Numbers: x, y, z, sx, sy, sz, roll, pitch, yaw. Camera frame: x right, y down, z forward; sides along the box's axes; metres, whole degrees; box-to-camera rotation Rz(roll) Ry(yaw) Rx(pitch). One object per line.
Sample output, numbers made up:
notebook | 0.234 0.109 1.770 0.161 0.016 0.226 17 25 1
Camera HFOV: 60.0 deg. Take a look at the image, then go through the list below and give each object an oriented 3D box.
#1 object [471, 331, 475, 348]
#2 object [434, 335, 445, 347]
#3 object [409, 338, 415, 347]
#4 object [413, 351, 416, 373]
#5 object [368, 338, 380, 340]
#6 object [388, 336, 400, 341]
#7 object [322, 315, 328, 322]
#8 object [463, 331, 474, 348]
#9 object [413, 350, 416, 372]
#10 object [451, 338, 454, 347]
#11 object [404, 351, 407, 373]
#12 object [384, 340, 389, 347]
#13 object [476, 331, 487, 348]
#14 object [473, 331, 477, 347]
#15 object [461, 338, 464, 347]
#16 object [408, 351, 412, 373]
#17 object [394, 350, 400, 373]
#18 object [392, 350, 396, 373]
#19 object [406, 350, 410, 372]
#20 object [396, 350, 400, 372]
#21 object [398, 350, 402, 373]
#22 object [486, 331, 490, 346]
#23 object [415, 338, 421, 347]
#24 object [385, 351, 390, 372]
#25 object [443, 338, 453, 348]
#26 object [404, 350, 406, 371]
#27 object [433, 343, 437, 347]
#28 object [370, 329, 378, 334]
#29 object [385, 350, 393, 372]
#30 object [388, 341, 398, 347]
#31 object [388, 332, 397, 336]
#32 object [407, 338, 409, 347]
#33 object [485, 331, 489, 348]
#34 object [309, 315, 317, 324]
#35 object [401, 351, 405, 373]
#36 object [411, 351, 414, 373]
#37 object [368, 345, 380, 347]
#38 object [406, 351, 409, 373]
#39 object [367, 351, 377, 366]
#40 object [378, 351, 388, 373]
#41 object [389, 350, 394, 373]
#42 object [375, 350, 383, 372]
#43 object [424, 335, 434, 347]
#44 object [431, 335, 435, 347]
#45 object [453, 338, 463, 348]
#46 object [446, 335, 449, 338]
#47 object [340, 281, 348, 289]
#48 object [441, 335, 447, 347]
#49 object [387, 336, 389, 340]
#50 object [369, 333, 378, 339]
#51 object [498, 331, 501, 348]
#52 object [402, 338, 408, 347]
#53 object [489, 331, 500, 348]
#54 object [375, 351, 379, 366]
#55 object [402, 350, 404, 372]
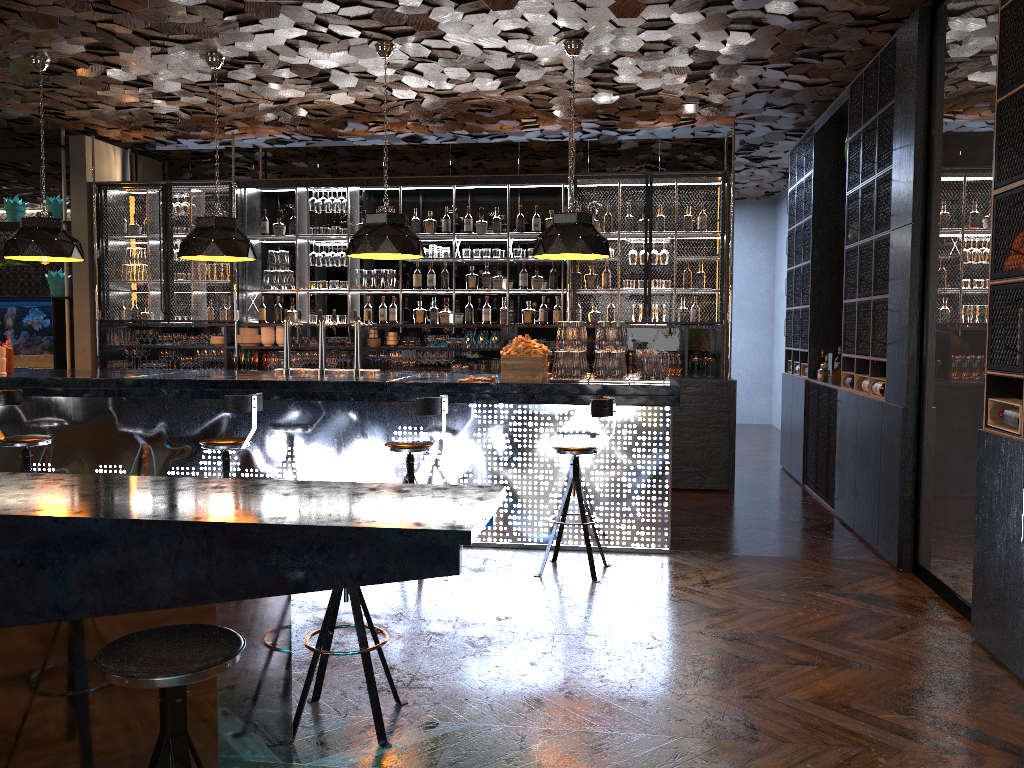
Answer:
object | -0.439 -0.466 9.235 0.115 0.172 0.101 1 4 17
object | -0.754 -0.443 9.210 0.108 0.126 0.108 3 5 42
object | -1.046 -0.433 9.250 0.067 0.099 0.058 4 5 43
object | -1.036 -0.237 9.374 0.049 0.231 0.049 1 4 15
object | -1.460 -0.468 9.357 0.149 0.026 0.148 1 4 14
object | -1.248 -0.469 9.318 0.106 0.069 0.094 -3 5 -41
object | -2.013 -0.686 9.468 0.089 0.092 0.089 -2 4 -29
object | -0.449 -0.458 9.115 0.115 0.172 0.101 3 4 37
object | -1.039 -0.240 9.433 0.049 0.231 0.049 1 4 10
object | -0.645 -0.432 9.274 0.098 0.097 0.098 -3 5 -45
object | -1.125 -0.234 9.321 0.049 0.231 0.049 1 4 16
object | -1.290 -0.429 9.416 0.106 0.067 0.094 -2 4 -30
object | -0.309 -0.456 9.087 0.115 0.172 0.101 0 4 -8
object | -0.416 -0.473 9.355 0.115 0.172 0.101 0 4 -8
object | -0.548 -0.431 9.262 0.098 0.097 0.098 3 4 32
object | -1.060 -0.229 9.246 0.049 0.231 0.049 0 4 3
object | -1.202 -0.233 9.282 0.058 0.234 0.058 1 4 11
object | -1.246 -0.238 9.364 0.058 0.234 0.058 2 4 30
object | -1.107 -0.241 9.446 0.049 0.231 0.049 0 4 -3
object | -1.226 -0.248 9.520 0.058 0.234 0.058 1 4 10
object | -1.180 -0.239 9.375 0.058 0.234 0.058 3 5 41
object | -0.284 -0.471 9.334 0.101 0.172 0.115 1 4 12
object | -0.994 -0.439 9.348 0.058 0.099 0.067 2 4 20
object | -1.338 -0.239 9.426 0.108 0.227 0.108 -2 4 -28
object | -0.660 -0.426 9.174 0.098 0.097 0.098 -1 4 -13
object | -1.160 -0.249 9.543 0.058 0.234 0.058 -3 5 -39
object | -0.834 -0.459 9.461 0.100 0.125 0.100 2 4 21
object | -1.467 -0.544 9.352 0.094 0.069 0.106 1 4 13
object | -1.322 -0.247 9.547 0.108 0.227 0.108 4 5 43
object | -1.246 -0.423 9.317 0.106 0.067 0.094 0 4 -4
object | -1.252 -0.512 9.305 0.094 0.068 0.106 1 4 7
object | -1.105 -0.436 9.287 0.067 0.099 0.058 -1 4 -23
object | -0.297 -0.464 9.215 0.101 0.172 0.115 3 4 37
object | -2.130 -0.688 9.497 0.089 0.092 0.089 -1 4 -21
object | -1.135 -0.230 9.255 0.049 0.231 0.049 2 4 19
object | -1.049 -0.233 9.310 0.049 0.231 0.049 1 4 11
object | -1.459 -0.403 9.362 0.149 0.022 0.149 -1 4 -24
object | -1.110 -0.237 9.381 0.049 0.231 0.049 4 5 44
object | -1.470 -0.234 9.323 0.108 0.227 0.108 0 4 -1
object | -1.356 -0.232 9.309 0.108 0.227 0.108 -1 4 -22
object | -1.260 -0.233 9.281 0.058 0.234 0.058 -3 5 -40
object | -1.433 -0.248 9.562 0.108 0.227 0.108 3 5 38
object | -0.864 -0.444 9.222 0.100 0.125 0.100 -3 5 -43
object | -0.847 -0.451 9.343 0.100 0.125 0.100 -2 4 -35
object | -0.559 -0.424 9.154 0.098 0.097 0.098 3 5 41
object | -0.722 -0.458 9.446 0.108 0.126 0.108 -1 4 -21
object | -1.810 -1.059 9.575 0.089 0.092 0.089 0 4 -8
object | -0.737 -0.450 9.324 0.108 0.126 0.108 0 4 2
object | -1.283 -0.474 9.410 0.094 0.069 0.105 -1 4 -15
object | -1.457 -0.499 9.353 0.107 0.070 0.094 3 5 38
object | -0.155 -0.462 9.193 0.115 0.172 0.101 0 4 -8
object | -1.112 -0.431 9.219 0.067 0.099 0.058 -2 4 -37
object | -0.176 -0.455 9.078 0.101 0.172 0.115 3 4 37
object | -1.450 -0.241 9.440 0.108 0.227 0.108 -1 4 -13
object | -1.166 -0.244 9.463 0.058 0.234 0.058 -1 4 -16
